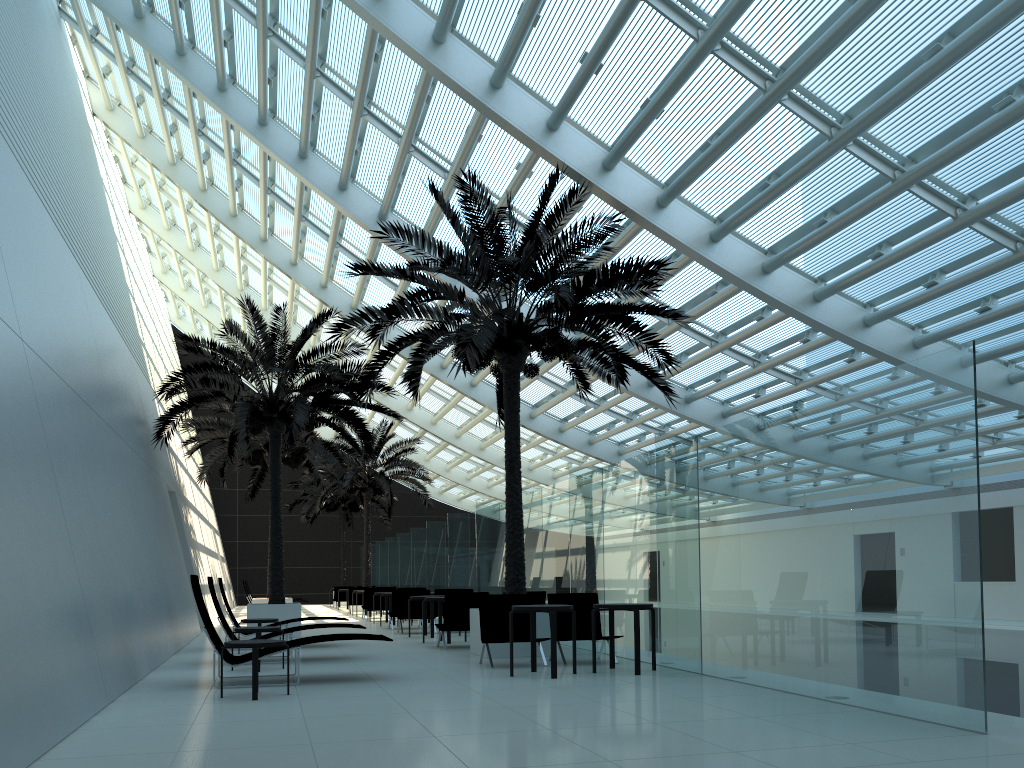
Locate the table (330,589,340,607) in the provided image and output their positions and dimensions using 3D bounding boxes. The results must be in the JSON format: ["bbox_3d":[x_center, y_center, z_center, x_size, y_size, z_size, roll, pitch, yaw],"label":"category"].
[{"bbox_3d":[-7.343,9.079,37.026,0.684,0.765,0.689,-5,-8,31],"label":"table"}]

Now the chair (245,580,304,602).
[{"bbox_3d":[-8.332,7.465,30.664,2.039,1.134,0.940,2,-7,-16],"label":"chair"}]

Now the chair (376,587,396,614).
[{"bbox_3d":[-4.098,7.179,28.983,0.717,0.869,0.906,1,-8,-16],"label":"chair"}]

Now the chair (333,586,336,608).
[{"bbox_3d":[-6.994,8.765,35.896,0.717,0.869,0.906,1,-8,-16],"label":"chair"}]

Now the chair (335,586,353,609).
[{"bbox_3d":[-6.546,8.389,34.247,0.717,0.869,0.906,1,-8,-16],"label":"chair"}]

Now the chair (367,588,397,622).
[{"bbox_3d":[-3.475,5.901,23.321,0.717,0.869,0.906,1,-8,-16],"label":"chair"}]

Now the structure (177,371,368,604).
[{"bbox_3d":[-6.422,2.887,22.985,4.301,6.757,4.710,-2,-6,18],"label":"structure"}]

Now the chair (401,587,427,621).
[{"bbox_3d":[-2.577,5.947,23.573,0.717,0.869,0.906,1,-8,-16],"label":"chair"}]

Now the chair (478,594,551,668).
[{"bbox_3d":[0.029,3.061,10.852,0.717,0.869,0.906,1,-8,-16],"label":"chair"}]

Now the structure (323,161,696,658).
[{"bbox_3d":[0.008,0.406,12.541,4.823,6.881,4.529,-1,-5,3],"label":"structure"}]

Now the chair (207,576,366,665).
[{"bbox_3d":[-3.065,3.196,11.922,2.039,1.134,0.940,2,-7,-16],"label":"chair"}]

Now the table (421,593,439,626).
[{"bbox_3d":[-1.802,5.392,20.893,0.683,0.765,0.690,-4,-8,27],"label":"table"}]

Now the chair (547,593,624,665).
[{"bbox_3d":[0.927,3.107,11.105,0.717,0.869,0.906,1,-8,-16],"label":"chair"}]

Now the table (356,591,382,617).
[{"bbox_3d":[-4.272,6.590,26.099,0.683,0.765,0.690,-4,-8,27],"label":"table"}]

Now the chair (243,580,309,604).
[{"bbox_3d":[-7.632,6.897,28.171,2.039,1.134,0.940,2,-7,-16],"label":"chair"}]

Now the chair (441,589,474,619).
[{"bbox_3d":[-1.037,4.699,18.092,0.717,0.869,0.906,1,-8,-16],"label":"chair"}]

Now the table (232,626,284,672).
[{"bbox_3d":[-3.113,3.241,10.678,0.557,0.506,0.563,-5,-9,27],"label":"table"}]

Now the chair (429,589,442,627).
[{"bbox_3d":[-1.489,5.077,19.753,0.717,0.869,0.906,1,-8,-16],"label":"chair"}]

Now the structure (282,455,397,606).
[{"bbox_3d":[-7.404,6.431,38.992,4.479,6.880,4.879,3,-7,-37],"label":"structure"}]

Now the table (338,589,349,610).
[{"bbox_3d":[-6.197,8.157,32.980,0.683,0.765,0.691,-3,-7,22],"label":"table"}]

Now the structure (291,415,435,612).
[{"bbox_3d":[-5.211,4.632,31.092,4.830,6.881,4.522,2,-6,-22],"label":"structure"}]

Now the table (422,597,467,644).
[{"bbox_3d":[-1.157,4.065,15.015,0.683,0.765,0.690,-4,-8,27],"label":"table"}]

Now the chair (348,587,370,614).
[{"bbox_3d":[-4.996,7.133,28.731,0.717,0.869,0.906,1,-8,-16],"label":"chair"}]

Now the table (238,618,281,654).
[{"bbox_3d":[-3.813,3.809,13.171,0.557,0.506,0.563,-5,-9,27],"label":"table"}]

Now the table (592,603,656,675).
[{"bbox_3d":[1.277,2.905,9.971,0.684,0.765,0.689,-5,-8,31],"label":"table"}]

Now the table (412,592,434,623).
[{"bbox_3d":[-2.192,5.716,22.316,0.683,0.765,0.691,-3,-7,22],"label":"table"}]

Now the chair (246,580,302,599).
[{"bbox_3d":[-9.055,8.050,33.235,2.039,1.134,0.940,2,-7,-16],"label":"chair"}]

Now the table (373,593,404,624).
[{"bbox_3d":[-3.126,5.668,22.053,0.683,0.765,0.691,-3,-7,22],"label":"table"}]

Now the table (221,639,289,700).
[{"bbox_3d":[-2.412,2.673,8.185,0.557,0.506,0.563,-5,-9,27],"label":"table"}]

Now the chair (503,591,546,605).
[{"bbox_3d":[0.090,3.798,14.138,0.717,0.869,0.906,1,-8,-16],"label":"chair"}]

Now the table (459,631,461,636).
[{"bbox_3d":[-0.655,4.471,16.847,0.683,0.765,0.691,-3,-7,22],"label":"table"}]

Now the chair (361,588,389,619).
[{"bbox_3d":[-3.923,6.276,24.969,0.717,0.869,0.906,1,-8,-16],"label":"chair"}]

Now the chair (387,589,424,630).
[{"bbox_3d":[-2.386,5.030,19.501,0.717,0.869,0.906,1,-8,-16],"label":"chair"}]

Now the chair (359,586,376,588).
[{"bbox_3d":[-5.648,8.436,34.499,0.717,0.869,0.906,1,-8,-16],"label":"chair"}]

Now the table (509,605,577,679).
[{"bbox_3d":[0.344,2.856,9.708,0.684,0.765,0.689,-5,-8,31],"label":"table"}]

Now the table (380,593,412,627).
[{"bbox_3d":[-2.735,5.344,20.630,0.683,0.765,0.690,-4,-8,27],"label":"table"}]

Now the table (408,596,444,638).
[{"bbox_3d":[-1.589,4.423,16.585,0.683,0.765,0.691,-3,-7,22],"label":"table"}]

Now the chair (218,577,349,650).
[{"bbox_3d":[-3.765,3.764,14.415,2.039,1.134,0.940,2,-7,-16],"label":"chair"}]

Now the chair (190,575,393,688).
[{"bbox_3d":[-2.364,2.628,9.429,2.039,1.134,0.940,2,-7,-16],"label":"chair"}]

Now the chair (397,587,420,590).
[{"bbox_3d":[-3.025,6.322,25.222,0.717,0.869,0.906,1,-8,-16],"label":"chair"}]

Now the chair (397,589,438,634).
[{"bbox_3d":[-1.935,4.652,17.840,0.717,0.869,0.906,1,-8,-16],"label":"chair"}]

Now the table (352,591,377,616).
[{"bbox_3d":[-4.653,6.906,27.488,0.683,0.765,0.691,-3,-7,22],"label":"table"}]

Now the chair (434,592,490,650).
[{"bbox_3d":[-0.808,3.751,13.886,0.717,0.869,0.906,1,-8,-16],"label":"chair"}]

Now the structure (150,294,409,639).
[{"bbox_3d":[-4.590,1.602,17.224,4.666,6.698,4.339,4,-7,-37],"label":"structure"}]
